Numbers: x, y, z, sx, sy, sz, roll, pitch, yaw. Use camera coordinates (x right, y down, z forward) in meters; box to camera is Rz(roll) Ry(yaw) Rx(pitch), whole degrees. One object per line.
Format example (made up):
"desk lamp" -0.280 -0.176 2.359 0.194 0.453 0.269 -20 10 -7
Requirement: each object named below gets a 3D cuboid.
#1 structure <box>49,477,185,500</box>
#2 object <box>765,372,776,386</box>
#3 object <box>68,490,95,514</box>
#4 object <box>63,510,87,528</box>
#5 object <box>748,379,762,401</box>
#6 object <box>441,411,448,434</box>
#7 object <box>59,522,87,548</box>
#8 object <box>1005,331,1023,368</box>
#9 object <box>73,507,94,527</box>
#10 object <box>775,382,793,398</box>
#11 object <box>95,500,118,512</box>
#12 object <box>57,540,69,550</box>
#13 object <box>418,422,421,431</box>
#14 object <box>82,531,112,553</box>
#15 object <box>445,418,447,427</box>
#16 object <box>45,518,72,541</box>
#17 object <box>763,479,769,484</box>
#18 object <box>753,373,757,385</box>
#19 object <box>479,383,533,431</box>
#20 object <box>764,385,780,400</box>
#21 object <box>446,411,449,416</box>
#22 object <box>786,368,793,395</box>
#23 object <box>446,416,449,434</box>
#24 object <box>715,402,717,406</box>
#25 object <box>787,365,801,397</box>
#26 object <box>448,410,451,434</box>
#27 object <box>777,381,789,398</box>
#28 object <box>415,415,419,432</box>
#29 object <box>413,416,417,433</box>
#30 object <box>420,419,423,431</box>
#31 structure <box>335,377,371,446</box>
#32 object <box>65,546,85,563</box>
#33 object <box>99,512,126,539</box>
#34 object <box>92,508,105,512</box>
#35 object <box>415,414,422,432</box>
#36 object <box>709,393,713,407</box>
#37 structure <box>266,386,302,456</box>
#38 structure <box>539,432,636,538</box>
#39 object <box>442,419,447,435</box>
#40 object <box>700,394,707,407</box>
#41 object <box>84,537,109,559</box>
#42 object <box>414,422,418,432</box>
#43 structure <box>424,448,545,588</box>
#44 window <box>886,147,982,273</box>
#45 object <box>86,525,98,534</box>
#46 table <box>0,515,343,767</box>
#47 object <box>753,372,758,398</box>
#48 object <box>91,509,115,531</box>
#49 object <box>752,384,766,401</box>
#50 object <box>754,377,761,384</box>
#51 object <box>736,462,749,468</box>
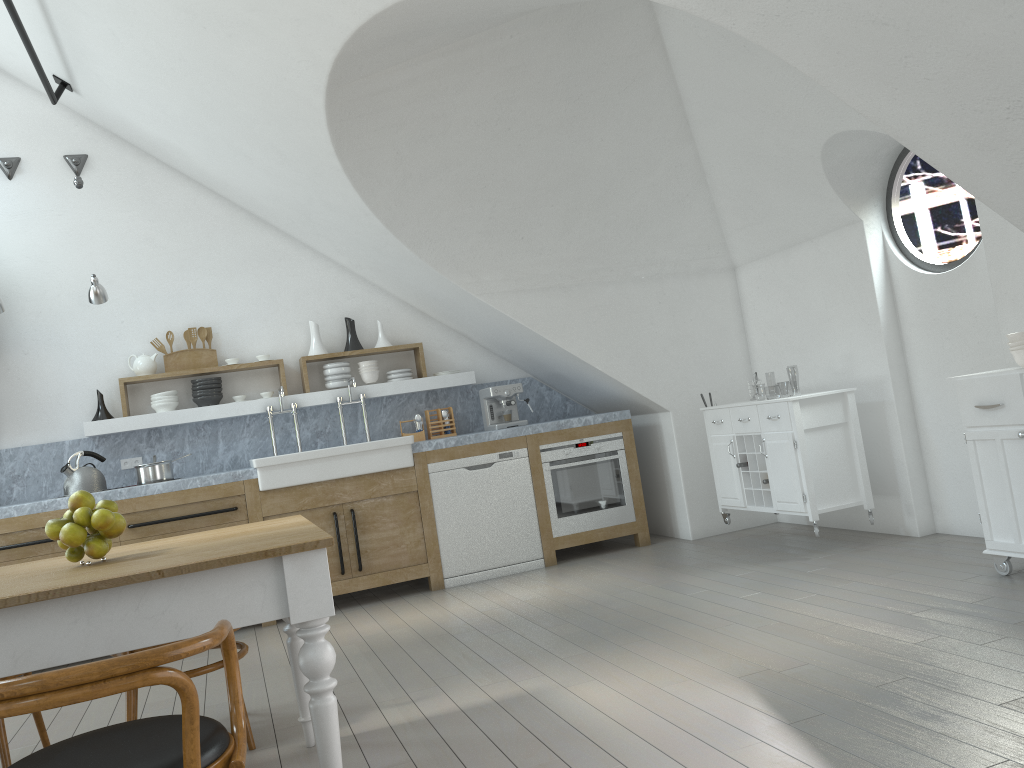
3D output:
"structure" -2.473 0.678 5.617 0.738 0.041 0.645 -8 -2 -19
"object" 1.617 0.011 5.514 0.048 0.170 0.048 -6 -4 -31
"object" -1.252 0.345 2.580 0.072 0.074 0.072 -8 -3 -19
"object" -1.283 0.399 2.606 0.066 0.071 0.072 -11 -4 41
"object" 1.639 0.044 5.954 0.067 0.138 0.101 -7 -3 -19
"object" -0.496 0.294 6.678 0.040 0.193 0.042 -11 -4 32
"object" -1.238 0.426 2.502 0.071 0.072 0.070 -11 -4 36
"object" 2.293 -0.155 3.939 0.157 0.160 0.154 -9 -3 9
"object" -1.223 0.379 2.529 0.053 0.057 0.058 -8 -3 -4
"object" 1.688 0.037 5.476 0.093 0.094 0.094 -7 -3 -31
"object" -1.211 0.374 2.649 0.062 0.060 0.062 -8 -3 -18
"object" -1.293 0.455 2.586 0.059 0.056 0.059 -7 -3 -24
"object" -0.690 0.324 6.608 0.018 0.196 0.023 -7 -4 -24
"object" -1.219 0.470 2.605 0.080 0.074 0.078 -10 -3 26
"object" -0.498 0.299 6.708 0.018 0.196 0.023 -8 -4 -11
"object" -1.294 0.415 2.534 0.072 0.064 0.071 -7 -3 -25
"object" 1.674 0.577 5.423 0.317 0.083 0.081 -8 -3 -19
"object" 1.632 0.010 5.933 0.024 0.164 0.039 -8 -4 -6
"object" -0.019 0.167 6.555 0.325 0.321 0.385 -8 -3 -19
"object" 1.601 0.053 5.450 0.077 0.085 0.077 -7 -4 -31
"object" -0.501 0.297 6.726 0.040 0.193 0.042 -11 -4 30
"object" 1.716 -0.013 5.410 0.054 0.179 0.054 -5 -5 -41
"object" -0.485 0.296 6.691 0.018 0.196 0.020 -9 -4 4
"object" 1.407 0.247 6.045 0.038 0.263 0.038 -10 -4 14
"object" 1.704 -0.018 5.348 0.063 0.187 0.063 -6 -4 -33
"object" -0.477 0.295 6.698 0.022 0.196 0.018 -7 -4 -18
"object" 1.656 0.036 5.390 0.071 0.099 0.071 -9 -3 5
"object" -0.706 0.327 6.621 0.018 0.196 0.020 -8 -4 -9
"object" -0.712 0.328 6.613 0.022 0.196 0.018 -6 -4 -30
"object" -0.673 0.331 6.600 0.020 0.179 0.044 -6 -5 -34
"structure" -1.079 0.216 6.317 0.214 0.531 0.331 -6 -4 -38
"object" -1.256 0.488 2.550 0.051 0.050 0.049 -8 -3 -15
"object" -1.164 0.412 2.580 0.076 0.076 0.077 -11 -4 38
"object" -1.211 0.388 2.596 0.053 0.051 0.053 -11 -4 42
"object" -0.684 0.320 6.590 0.040 0.193 0.042 -10 -4 18
"object" 1.373 0.190 6.032 0.029 0.269 0.088 -9 -4 8
"structure" -1.538 0.280 6.160 0.214 0.531 0.331 -6 -4 -38
"structure" 0.440 0.718 6.437 0.633 0.638 0.629 -8 -3 -19
"object" -0.510 0.310 6.717 0.019 0.179 0.044 -7 -4 -21
"object" 1.356 0.194 6.084 0.029 0.269 0.087 -5 -5 -45
"object" -1.189 0.470 2.537 0.064 0.063 0.063 -8 -3 -8
"object" -0.711 0.336 6.592 0.019 0.179 0.044 -11 -5 36
"structure" -0.257 0.911 6.191 0.725 0.824 0.597 -8 -3 -19
"window" 2.398 -1.024 4.935 0.060 0.901 0.897 -7 -3 -19
"object" -1.238 0.423 2.647 0.062 0.060 0.062 -8 -3 -14
"table" -2.135 1.052 2.225 3.352 0.800 1.015 -8 -3 -19
"object" 1.636 0.009 5.968 0.054 0.175 0.039 -7 -4 -19
"object" -1.165 0.387 2.524 0.062 0.063 0.062 -11 -4 34
"object" 1.541 0.055 5.513 0.082 0.105 0.081 -8 -3 -5
"object" 1.644 0.023 5.957 0.029 0.137 0.097 -8 -3 -15
"object" 1.562 0.497 5.606 0.317 0.085 0.081 -8 -3 -18
